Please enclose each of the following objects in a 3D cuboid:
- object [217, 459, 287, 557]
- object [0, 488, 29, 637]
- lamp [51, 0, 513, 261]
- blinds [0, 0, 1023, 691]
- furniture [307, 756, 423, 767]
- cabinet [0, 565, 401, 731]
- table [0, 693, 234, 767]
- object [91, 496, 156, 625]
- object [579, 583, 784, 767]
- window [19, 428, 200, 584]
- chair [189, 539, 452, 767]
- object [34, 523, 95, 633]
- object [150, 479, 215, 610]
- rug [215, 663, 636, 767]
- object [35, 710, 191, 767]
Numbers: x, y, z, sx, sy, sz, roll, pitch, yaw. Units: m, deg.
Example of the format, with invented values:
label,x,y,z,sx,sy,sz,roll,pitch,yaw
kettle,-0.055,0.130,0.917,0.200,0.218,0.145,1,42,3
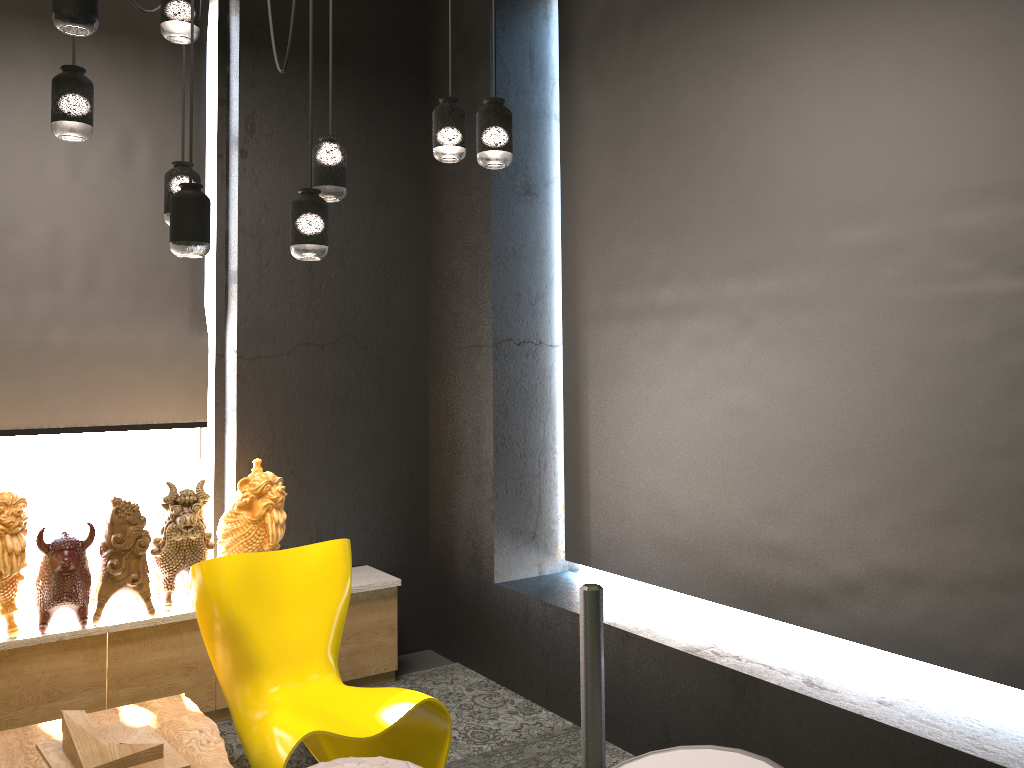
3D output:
label,x,y,z,sx,sy,sz,roll,pitch,yaw
object,-1.265,0.678,4.216,0.307,0.657,0.468,1,-2,-29
object,-2.151,0.698,3.615,0.307,0.657,0.468,1,-2,-29
lamp,-0.378,-1.536,2.059,2.843,2.280,2.671,-1,-1,10
blinds,-4.425,-0.628,2.203,12.712,3.321,3.515,-1,-1,-14
furniture,-0.458,1.366,2.574,0.614,0.421,0.609,0,0,-40
cabinet,-1.800,1.278,3.865,2.729,0.532,0.403,-1,-1,-34
table,-1.349,1.402,3.007,0.694,0.310,0.827,-1,1,-34
object,-1.734,0.751,3.945,0.249,0.547,0.474,1,-2,-26
object,0.125,0.465,0.617,0.240,0.603,0.239,0,-3,-8
window,-2.683,-0.588,4.294,2.307,3.178,0.051,1,-3,-34
chair,-0.808,1.096,3.394,0.658,0.899,1.067,1,-1,-39
object,-1.911,0.795,3.766,0.219,0.442,0.462,1,-1,-29
object,-1.536,0.720,4.045,0.271,0.581,0.429,2,-3,-41
rug,-1.002,1.549,2.978,3.595,0.010,2.186,-1,1,-34
object,-1.341,1.179,2.958,0.350,0.137,0.519,-1,1,-39
